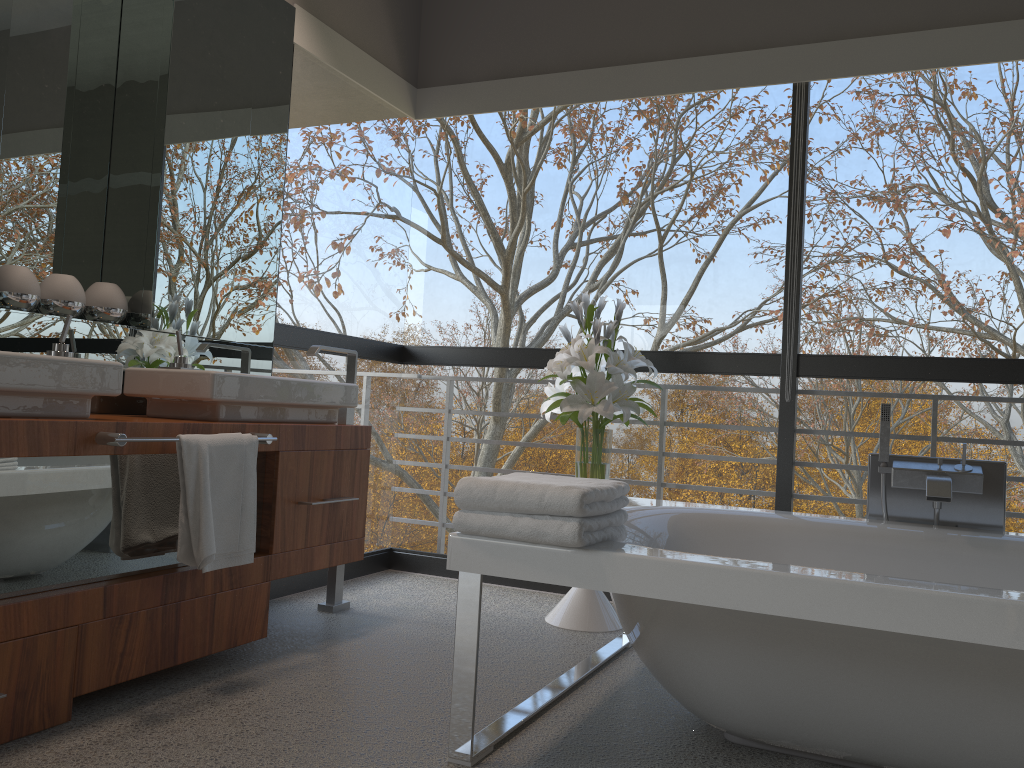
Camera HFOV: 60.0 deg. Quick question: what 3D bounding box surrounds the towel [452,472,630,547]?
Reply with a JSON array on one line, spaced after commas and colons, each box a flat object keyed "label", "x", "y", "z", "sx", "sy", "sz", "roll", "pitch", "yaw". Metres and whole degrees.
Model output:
[{"label": "towel", "x": 0.076, "y": 0.291, "z": 2.049, "sx": 0.322, "sy": 0.145, "sz": 0.305, "roll": 2, "pitch": -2, "yaw": 27}]

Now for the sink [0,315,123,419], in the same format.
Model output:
[{"label": "sink", "x": -1.303, "y": -0.066, "z": 1.999, "sx": 0.352, "sy": 0.266, "sz": 0.750, "roll": 2, "pitch": -2, "yaw": 24}]

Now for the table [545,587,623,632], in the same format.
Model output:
[{"label": "table", "x": 0.292, "y": 0.671, "z": 3.399, "sx": 0.307, "sy": 0.479, "sz": 0.307, "roll": 3, "pitch": -2, "yaw": 8}]

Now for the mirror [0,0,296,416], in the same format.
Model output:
[{"label": "mirror", "x": -1.353, "y": -0.713, "z": 2.657, "sx": 0.253, "sy": 1.618, "sz": 1.789, "roll": 2, "pitch": -2, "yaw": 24}]

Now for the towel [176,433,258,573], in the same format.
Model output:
[{"label": "towel", "x": -0.788, "y": 0.316, "z": 2.389, "sx": 0.079, "sy": 0.369, "sz": 0.302, "roll": 2, "pitch": -3, "yaw": 25}]

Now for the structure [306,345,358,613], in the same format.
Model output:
[{"label": "structure", "x": -0.690, "y": 0.359, "z": 3.312, "sx": 0.069, "sy": 0.989, "sz": 0.303, "roll": 2, "pitch": -3, "yaw": 24}]

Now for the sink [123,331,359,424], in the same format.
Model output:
[{"label": "sink", "x": -0.868, "y": -0.010, "z": 2.965, "sx": 0.352, "sy": 0.266, "sz": 0.750, "roll": 2, "pitch": -2, "yaw": 24}]

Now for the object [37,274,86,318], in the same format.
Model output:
[{"label": "object", "x": -1.351, "y": -0.261, "z": 2.657, "sx": 0.136, "sy": 0.131, "sz": 0.136, "roll": 4, "pitch": -2, "yaw": -24}]

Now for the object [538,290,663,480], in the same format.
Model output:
[{"label": "object", "x": 0.313, "y": 0.035, "z": 3.426, "sx": 0.459, "sy": 0.796, "sz": 0.450, "roll": 5, "pitch": -3, "yaw": -38}]

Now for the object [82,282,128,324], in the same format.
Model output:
[{"label": "object", "x": -1.287, "y": -0.252, "z": 2.801, "sx": 0.136, "sy": 0.131, "sz": 0.136, "roll": 4, "pitch": -2, "yaw": -24}]

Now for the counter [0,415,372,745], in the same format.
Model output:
[{"label": "counter", "x": -1.073, "y": 0.447, "z": 2.425, "sx": 0.525, "sy": 0.704, "sz": 1.847, "roll": 2, "pitch": -2, "yaw": 24}]

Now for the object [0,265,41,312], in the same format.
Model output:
[{"label": "object", "x": -1.414, "y": -0.269, "z": 2.518, "sx": 0.136, "sy": 0.131, "sz": 0.136, "roll": 4, "pitch": -2, "yaw": -24}]

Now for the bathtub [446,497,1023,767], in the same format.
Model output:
[{"label": "bathtub", "x": 1.003, "y": 0.658, "z": 2.194, "sx": 1.958, "sy": 0.504, "sz": 1.327, "roll": 2, "pitch": -2, "yaw": 24}]

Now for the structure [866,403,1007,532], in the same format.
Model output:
[{"label": "structure", "x": 1.300, "y": 0.506, "z": 2.735, "sx": 0.402, "sy": 0.885, "sz": 0.330, "roll": 2, "pitch": -3, "yaw": 24}]
